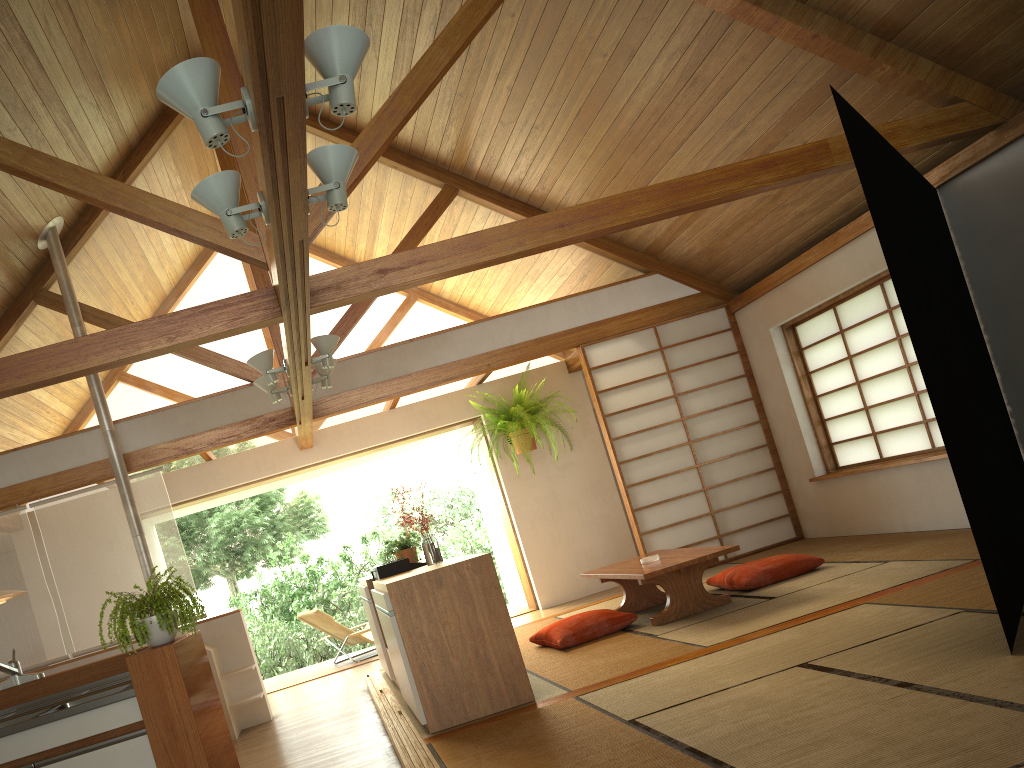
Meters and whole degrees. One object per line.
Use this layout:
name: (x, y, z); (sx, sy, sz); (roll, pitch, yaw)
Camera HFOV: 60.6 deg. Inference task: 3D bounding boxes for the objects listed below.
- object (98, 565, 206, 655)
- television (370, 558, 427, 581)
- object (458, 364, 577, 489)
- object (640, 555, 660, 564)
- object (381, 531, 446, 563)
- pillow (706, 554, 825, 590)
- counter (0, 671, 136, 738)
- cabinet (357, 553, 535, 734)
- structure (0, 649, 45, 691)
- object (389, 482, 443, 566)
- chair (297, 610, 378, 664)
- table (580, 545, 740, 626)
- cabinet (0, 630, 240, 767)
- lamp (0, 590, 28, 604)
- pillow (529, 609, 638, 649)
object: (-1.600, 1.005, 3.910); (0.474, 0.349, 0.477); (-18, -6, 14)
television: (-0.573, 1.343, 5.499); (0.478, 0.535, 0.664); (-16, -5, -12)
object: (0.123, 0.391, 8.301); (1.224, 1.121, 1.110); (-15, -5, -17)
object: (0.885, 1.125, 5.618); (0.110, 0.030, 0.130); (-11, -9, -37)
object: (-0.823, 1.290, 6.542); (0.542, 0.374, 0.528); (-22, -8, 40)
pillow: (1.626, 1.219, 5.709); (0.542, 0.131, 0.583); (-15, -8, -12)
counter: (-2.812, 1.694, 3.764); (2.534, 0.168, 0.633); (-16, -8, -6)
cabinet: (-0.552, 1.517, 5.491); (0.540, 0.733, 2.754); (-16, -7, -15)
structure: (-2.409, 1.349, 4.081); (0.249, 0.174, 0.395); (-17, -7, 5)
object: (-0.539, 0.785, 4.926); (0.236, 0.496, 0.229); (-17, -3, -4)
chair: (-1.519, 2.484, 9.048); (1.143, 0.624, 0.872); (-12, -7, -35)
table: (0.949, 1.301, 5.636); (0.584, 0.334, 1.249); (-15, -8, -13)
cabinet: (-2.659, 1.942, 3.854); (2.730, 0.876, 0.862); (-16, -5, -6)
lamp: (-3.899, 0.458, 4.997); (1.817, 2.135, 0.554); (-17, -2, 4)
pillow: (0.445, 1.548, 5.602); (0.534, 0.148, 0.591); (-14, -8, -17)
